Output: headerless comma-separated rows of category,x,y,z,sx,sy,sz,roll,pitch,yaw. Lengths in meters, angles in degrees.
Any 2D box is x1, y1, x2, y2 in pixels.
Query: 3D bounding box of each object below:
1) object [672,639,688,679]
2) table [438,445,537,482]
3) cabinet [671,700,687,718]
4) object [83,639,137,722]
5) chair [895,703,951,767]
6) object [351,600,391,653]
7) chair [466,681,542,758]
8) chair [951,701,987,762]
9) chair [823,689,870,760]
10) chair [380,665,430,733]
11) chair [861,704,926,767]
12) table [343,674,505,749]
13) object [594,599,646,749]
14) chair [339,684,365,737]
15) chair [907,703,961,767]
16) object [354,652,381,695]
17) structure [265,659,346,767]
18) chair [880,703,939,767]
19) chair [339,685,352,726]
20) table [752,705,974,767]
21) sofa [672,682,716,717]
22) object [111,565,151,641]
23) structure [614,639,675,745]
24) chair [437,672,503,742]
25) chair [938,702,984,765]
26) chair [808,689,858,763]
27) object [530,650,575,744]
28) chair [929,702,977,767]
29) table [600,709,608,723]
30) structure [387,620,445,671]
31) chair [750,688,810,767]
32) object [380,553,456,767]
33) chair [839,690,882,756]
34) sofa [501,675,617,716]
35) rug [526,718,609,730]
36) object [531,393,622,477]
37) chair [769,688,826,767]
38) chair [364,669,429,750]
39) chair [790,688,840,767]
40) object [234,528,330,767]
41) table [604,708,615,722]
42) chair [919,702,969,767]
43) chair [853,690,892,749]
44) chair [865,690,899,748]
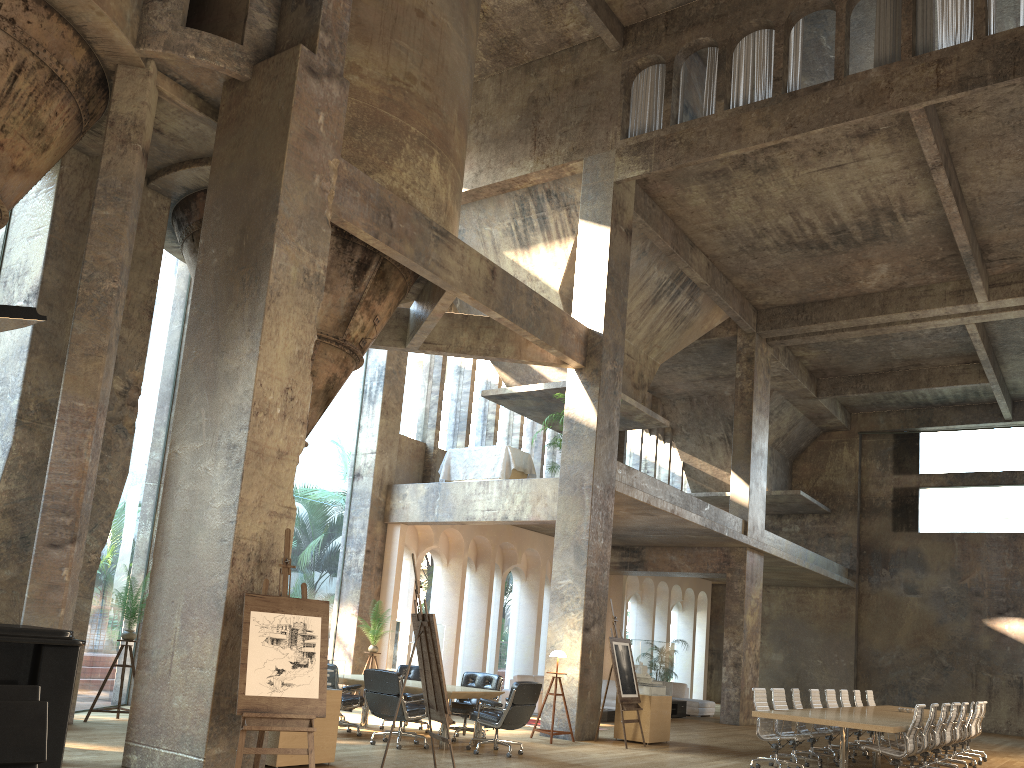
object,3.903,7.585,23.130,1.409,1.769,1.384,-5,-16,40
table,-0.465,1.632,16.366,1.757,0.782,1.141,-6,-18,34
cabinet,3.385,7.187,19.435,0.397,0.360,1.597,-4,-18,34
object,-4.739,3.599,10.678,0.662,0.949,0.582,9,-12,-18
chair,5.560,4.805,11.882,0.703,1.000,0.679,-5,-15,40
object,-2.422,4.180,15.226,0.688,0.917,0.881,-1,-14,25
chair,-0.138,4.022,10.646,0.822,0.871,0.747,-3,-15,31
chair,8.013,6.082,15.492,0.703,1.000,0.679,-5,-15,40
chair,5.351,5.424,14.035,0.703,1.000,0.678,-6,-16,43
chair,-1.444,4.425,12.383,0.729,0.870,0.844,3,-13,9
chair,2.208,4.570,12.029,13.005,1.006,32.226,-6,-20,33
table,-1.420,4.268,11.521,2.420,0.683,1.130,-6,-18,34
object,1.603,4.252,12.978,0.686,2.095,0.716,-2,-12,34
chair,-2.261,4.008,11.211,0.732,0.871,0.840,-4,-15,35
chair,6.062,5.064,12.611,0.703,1.000,0.678,-6,-16,43
object,-2.447,5.088,15.047,0.658,0.949,0.585,5,-11,-1
structure,-2.209,3.172,8.581,0.745,0.990,0.752,-3,-15,34
chair,5.047,4.541,11.139,0.702,1.000,0.679,-4,-15,38
chair,-2.637,4.323,12.383,0.822,0.871,0.748,-2,-14,29
table,5.687,5.346,13.226,1.607,0.740,7.891,-5,-19,33
sofa,3.805,7.639,21.447,2.076,0.703,1.096,-6,-18,34
object,-4.576,2.649,10.676,0.863,0.917,0.703,-5,-15,37
structure,2.064,4.771,13.668,0.596,1.510,0.759,-2,-13,35
chair,-0.594,4.335,11.835,0.730,0.871,0.842,-2,-14,28
chair,7.552,5.831,14.776,0.703,1.000,0.678,-6,-16,43
chair,4.854,5.172,13.324,0.703,1.000,0.679,-5,-15,40
object,0.543,4.481,12.665,0.572,1.266,0.673,-2,-13,35
chair,7.072,5.585,14.084,0.701,1.000,0.680,-3,-14,34
table,1.362,6.315,16.854,0.863,0.240,0.378,-6,-18,34
structure,-1.683,4.891,15.150,0.596,1.510,0.759,-2,-13,35
chair,3.398,4.406,11.156,0.703,1.000,0.679,-5,-15,40
object,-0.864,2.748,8.607,0.690,2.095,0.712,9,-11,-22
chair,5.853,5.683,14.764,0.703,1.000,0.679,-5,-15,40
sofa,1.449,6.431,18.045,2.073,0.704,2.995,-6,-19,34
rug,0.312,5.887,15.315,2.473,0.009,1.377,-7,-20,34
object,1.135,0.931,15.270,1.409,1.765,1.384,-5,-16,40
chair,3.853,4.658,11.875,0.703,1.000,0.678,-6,-16,43
chair,-1.342,3.899,10.578,0.734,0.871,0.838,-6,-17,41
chair,4.327,4.904,12.573,0.701,1.000,0.680,-3,-14,34
object,-1.836,2.195,7.018,0.709,2.095,0.693,10,-11,-28
table,1.567,6.442,17.149,0.793,0.198,1.136,-6,-20,34
chair,6.558,5.316,13.322,0.703,1.000,0.679,-5,-15,40
chair,6.366,5.947,15.508,0.702,1.000,0.679,-4,-15,38
chair,6.900,6.219,16.274,0.703,1.000,0.679,-5,-15,40
